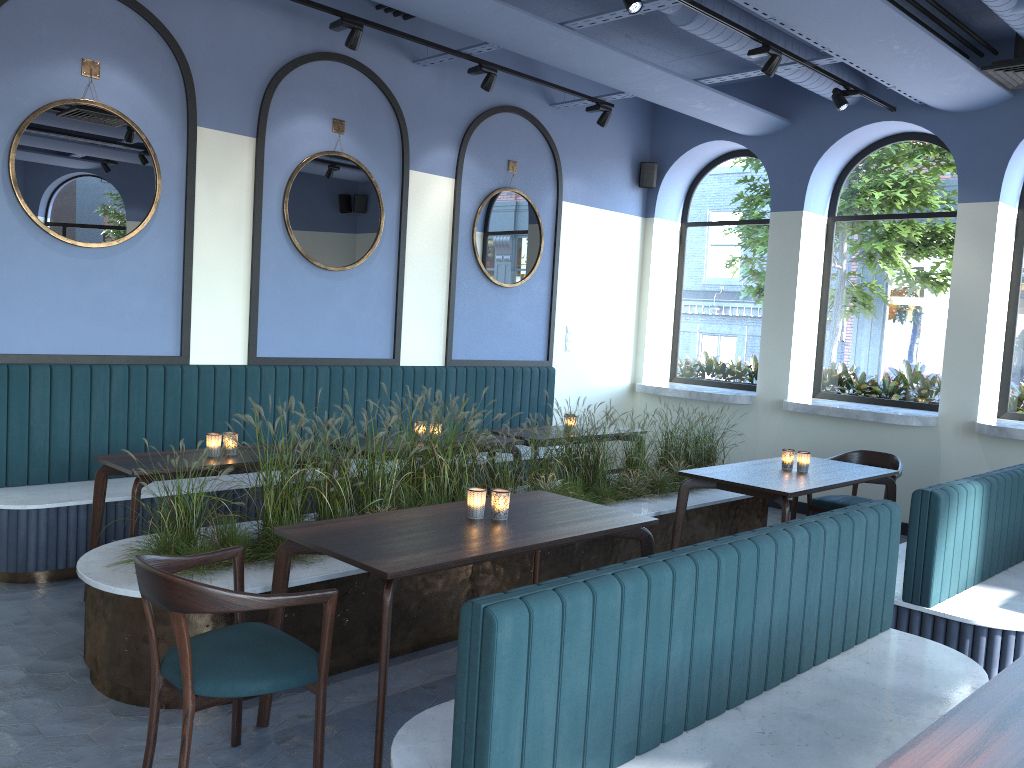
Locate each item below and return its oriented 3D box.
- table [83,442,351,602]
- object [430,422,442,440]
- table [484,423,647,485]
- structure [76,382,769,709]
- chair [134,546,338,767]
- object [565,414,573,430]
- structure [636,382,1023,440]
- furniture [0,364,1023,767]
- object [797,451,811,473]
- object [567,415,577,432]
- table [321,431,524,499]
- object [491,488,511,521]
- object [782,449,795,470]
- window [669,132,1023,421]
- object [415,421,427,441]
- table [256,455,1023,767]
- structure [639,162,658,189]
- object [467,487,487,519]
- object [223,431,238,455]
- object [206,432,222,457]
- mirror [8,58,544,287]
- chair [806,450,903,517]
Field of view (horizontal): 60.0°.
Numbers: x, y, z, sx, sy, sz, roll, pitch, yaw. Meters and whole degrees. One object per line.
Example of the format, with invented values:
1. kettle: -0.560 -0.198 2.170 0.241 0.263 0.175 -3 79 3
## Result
1. table: -1.534 0.756 4.786 1.285 0.755 0.548 -1 6 -45
2. object: -0.496 0.309 5.744 0.078 0.120 0.078 6 5 28
3. table: 0.426 0.728 6.754 1.332 0.755 0.548 -1 6 -45
4. structure: 0.050 0.593 5.189 4.878 1.207 1.143 -1 6 -44
5. chair: -0.911 0.920 2.805 0.618 0.793 0.525 7 6 44
6. object: 0.441 0.291 6.752 0.078 0.120 0.078 6 5 28
7. structure: 2.695 0.607 2.254 4.315 0.080 14.155 4 4 6
8. furniture: 0.288 0.654 4.952 4.703 1.150 4.800 8 6 45
9. object: 1.761 0.471 5.361 0.078 0.120 0.078 1 5 -28
10. object: 0.446 0.298 6.654 0.078 0.120 0.078 6 5 28
11. table: -0.562 0.742 5.763 1.332 0.755 0.548 -1 6 -45
12. object: -0.048 0.491 3.614 0.078 0.120 0.078 6 5 28
13. object: 1.688 0.462 5.426 0.078 0.120 0.078 1 5 -28
14. window: 2.988 -0.601 2.161 3.897 2.394 14.212 4 4 5
15. object: -0.594 0.303 5.739 0.078 0.120 0.078 6 5 28
16. table: 0.350 1.108 1.495 3.997 0.755 9.778 6 5 28
17. structure: -0.440 -1.739 2.553 7.261 0.268 13.143 6 5 28
18. object: -0.145 0.485 3.609 0.078 0.120 0.078 6 5 28
19. object: -1.512 0.320 4.763 0.078 0.120 0.078 1 5 -28
20. object: -1.578 0.321 4.690 0.078 0.120 0.078 1 5 -28
21. mirror: -1.251 -1.368 6.459 0.026 1.089 4.357 8 6 45
22. chair: 2.387 0.874 6.117 0.618 0.793 0.525 7 6 44
